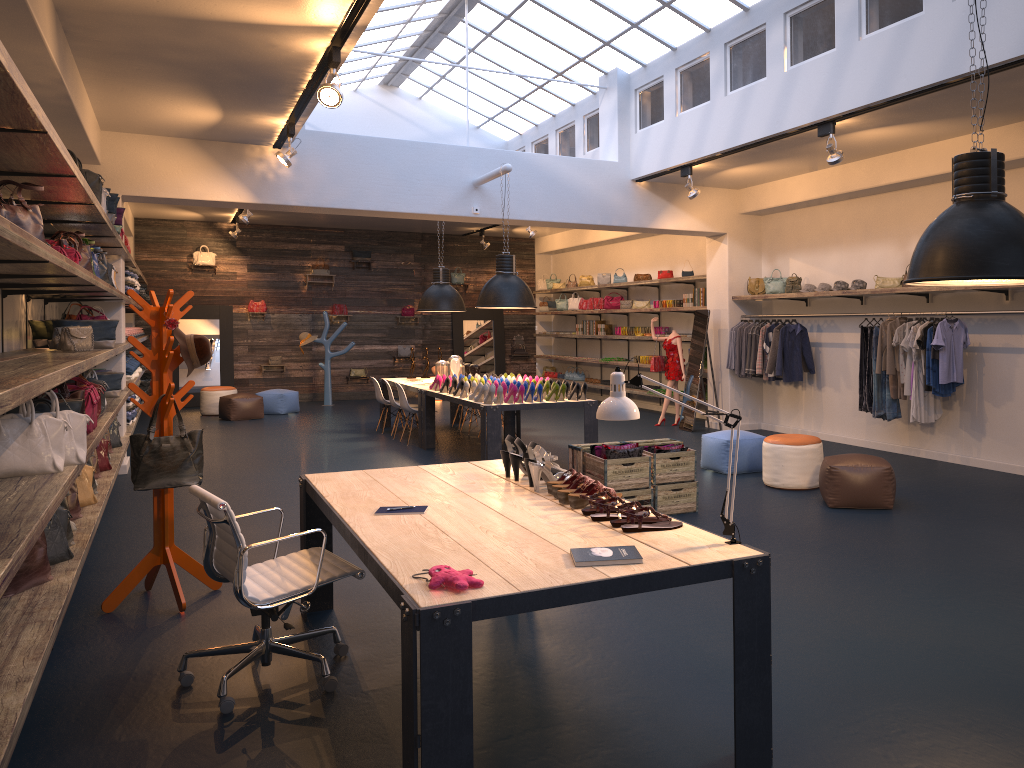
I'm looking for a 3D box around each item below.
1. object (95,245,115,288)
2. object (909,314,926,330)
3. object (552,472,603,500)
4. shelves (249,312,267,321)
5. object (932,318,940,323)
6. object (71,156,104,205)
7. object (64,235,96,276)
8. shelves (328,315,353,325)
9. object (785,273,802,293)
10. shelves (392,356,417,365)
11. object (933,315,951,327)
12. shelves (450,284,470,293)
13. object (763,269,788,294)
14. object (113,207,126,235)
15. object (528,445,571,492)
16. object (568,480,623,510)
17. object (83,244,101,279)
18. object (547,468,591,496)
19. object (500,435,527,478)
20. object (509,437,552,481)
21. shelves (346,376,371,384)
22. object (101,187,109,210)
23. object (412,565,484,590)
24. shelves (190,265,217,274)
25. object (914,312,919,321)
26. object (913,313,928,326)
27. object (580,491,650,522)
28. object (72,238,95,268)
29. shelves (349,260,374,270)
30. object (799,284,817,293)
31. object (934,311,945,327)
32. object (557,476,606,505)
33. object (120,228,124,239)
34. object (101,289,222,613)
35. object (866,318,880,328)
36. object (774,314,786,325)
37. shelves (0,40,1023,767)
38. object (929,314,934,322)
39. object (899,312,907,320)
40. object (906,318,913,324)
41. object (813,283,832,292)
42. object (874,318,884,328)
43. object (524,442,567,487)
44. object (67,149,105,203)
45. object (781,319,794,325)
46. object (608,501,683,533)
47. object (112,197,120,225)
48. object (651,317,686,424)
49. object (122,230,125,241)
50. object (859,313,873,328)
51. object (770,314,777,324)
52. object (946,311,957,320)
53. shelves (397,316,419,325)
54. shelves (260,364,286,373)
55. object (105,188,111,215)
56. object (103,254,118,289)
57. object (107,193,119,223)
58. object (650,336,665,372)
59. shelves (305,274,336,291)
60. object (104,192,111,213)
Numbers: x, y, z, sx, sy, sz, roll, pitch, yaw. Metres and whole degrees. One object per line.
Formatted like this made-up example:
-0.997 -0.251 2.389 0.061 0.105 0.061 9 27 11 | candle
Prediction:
-3.571 -0.993 7.416 0.186 0.385 0.441 0 2 16 | object
4.531 -0.700 9.608 0.387 0.197 0.013 -2 1 -27 | object
0.309 0.465 4.004 0.279 0.117 0.093 -2 2 -33 | object
-4.955 -1.314 16.906 0.325 0.157 0.229 -1 3 -25 | shelves
4.606 -0.676 9.410 0.460 0.219 0.009 -1 1 -26 | object
-3.012 -1.364 5.878 0.454 0.386 0.180 -1 1 -25 | object
-3.025 -0.863 6.019 0.189 0.322 0.392 0 2 18 | object
-3.498 -1.300 17.649 0.483 0.210 0.229 -2 3 -26 | shelves
3.816 -1.364 11.822 0.251 0.284 0.363 0 2 -5 | object
-2.261 -0.493 18.279 0.483 0.183 0.229 -2 3 -26 | shelves
4.650 -0.686 9.289 0.433 0.179 0.016 -2 1 -26 | object
-1.167 -2.078 18.843 0.483 0.177 0.229 -2 3 -26 | shelves
3.704 -1.432 12.174 0.358 0.367 0.181 0 1 10 | object
-3.536 -1.396 7.401 0.444 0.235 0.166 -1 2 -24 | object
0.210 0.399 4.200 0.303 0.223 0.109 -2 2 -35 | object
0.370 0.479 3.795 0.278 0.117 0.093 -2 2 -32 | object
-3.301 -0.918 6.714 0.209 0.338 0.389 0 2 16 | object
0.283 0.457 4.112 0.273 0.117 0.094 -1 2 -22 | object
0.073 0.373 4.582 0.299 0.223 0.111 -1 1 -26 | object
0.123 0.381 4.467 0.299 0.223 0.111 -1 1 -25 | object
-3.149 -0.082 17.822 0.483 0.157 0.229 -2 3 -26 | shelves
-3.068 -1.352 6.072 0.459 0.331 0.178 -2 2 -32 | object
-0.205 0.587 2.689 0.169 0.051 0.284 -2 4 -28 | object
-5.840 -2.169 16.461 0.483 0.157 0.229 -2 3 -26 | shelves
4.506 -0.703 9.659 0.322 0.197 0.011 -1 1 -27 | object
4.547 -0.707 9.568 0.387 0.177 0.013 -2 1 -27 | object
0.431 0.503 3.628 0.298 0.090 0.210 -1 4 -21 | object
-3.121 -0.887 6.252 0.209 0.338 0.389 0 2 16 | object
-3.088 -2.440 17.865 0.483 0.178 0.229 -2 3 -26 | shelves
3.902 -1.262 11.462 0.232 0.125 0.190 1 3 12 | object
4.634 -0.671 9.338 0.461 0.219 0.009 -2 1 -26 | object
0.324 0.472 3.898 0.271 0.117 0.095 -1 2 -18 | object
-4.053 -1.500 8.708 0.254 0.283 0.306 0 2 13 | object
-1.939 0.342 4.820 0.445 1.729 0.445 0 0 3 | object
4.278 -0.754 10.258 0.249 0.177 0.013 -1 1 -27 | object
3.659 -0.844 11.880 0.461 0.219 0.009 -2 1 -27 | object
-0.294 -0.371 10.465 9.226 2.225 15.750 -1 4 -23 | shelves
4.581 -0.690 9.469 0.415 0.197 0.008 -2 1 -27 | object
4.427 -0.725 9.857 0.433 0.179 0.016 -2 1 -26 | object
4.473 -0.698 9.752 0.461 0.219 0.009 -2 1 -27 | object
4.004 -1.245 11.200 0.232 0.125 0.190 1 3 12 | object
4.318 -0.747 10.154 0.249 0.177 0.013 -1 1 -27 | object
0.183 0.390 4.332 0.303 0.223 0.109 -2 2 -35 | object
-2.928 -1.355 5.716 0.458 0.386 0.178 -1 1 -31 | object
3.713 -0.830 11.714 0.461 0.219 0.009 -2 1 -27 | object
0.529 0.516 3.428 0.297 0.090 0.200 -2 4 -25 | object
-3.284 -1.354 6.740 0.450 0.232 0.164 -2 2 -32 | object
2.453 -0.196 13.276 0.686 1.664 0.374 1 1 44 | object
-4.101 -1.524 8.792 0.204 0.310 0.263 1 2 28 | object
4.233 -0.761 10.372 0.249 0.177 0.013 -1 1 -27 | object
3.617 -0.851 11.986 0.461 0.219 0.009 -2 1 -27 | object
4.677 -0.683 9.224 0.433 0.179 0.016 -2 1 -26 | object
-2.192 -1.332 18.340 0.529 0.184 0.188 -2 3 -26 | shelves
-4.683 -0.304 17.042 0.483 0.143 0.229 -2 3 -26 | shelves
-3.161 -1.338 6.423 0.345 0.244 0.179 0 1 -7 | object
-3.776 -1.028 7.934 0.186 0.385 0.441 0 2 16 | object
-3.225 -1.344 6.589 0.444 0.232 0.167 -1 2 -24 | object
2.262 -0.466 13.449 0.083 0.553 0.346 0 1 42 | object
-3.858 -2.038 17.469 0.597 0.316 0.228 -1 2 -26 | shelves
-3.139 -1.364 6.250 0.457 0.331 0.178 -1 2 -30 | object
